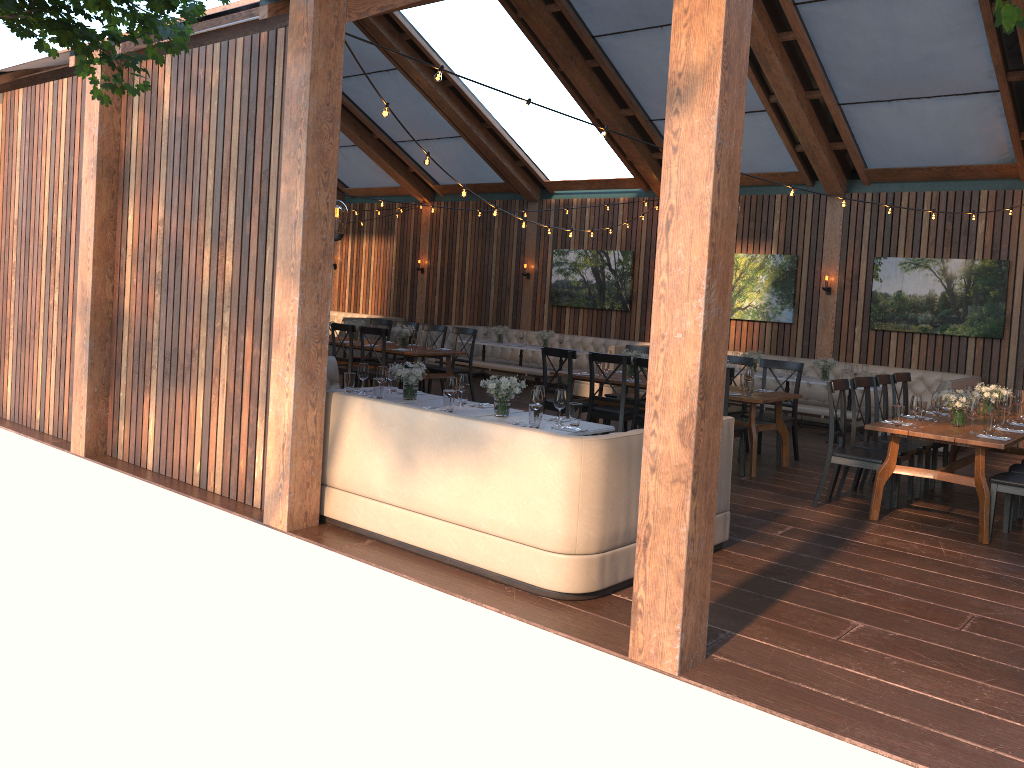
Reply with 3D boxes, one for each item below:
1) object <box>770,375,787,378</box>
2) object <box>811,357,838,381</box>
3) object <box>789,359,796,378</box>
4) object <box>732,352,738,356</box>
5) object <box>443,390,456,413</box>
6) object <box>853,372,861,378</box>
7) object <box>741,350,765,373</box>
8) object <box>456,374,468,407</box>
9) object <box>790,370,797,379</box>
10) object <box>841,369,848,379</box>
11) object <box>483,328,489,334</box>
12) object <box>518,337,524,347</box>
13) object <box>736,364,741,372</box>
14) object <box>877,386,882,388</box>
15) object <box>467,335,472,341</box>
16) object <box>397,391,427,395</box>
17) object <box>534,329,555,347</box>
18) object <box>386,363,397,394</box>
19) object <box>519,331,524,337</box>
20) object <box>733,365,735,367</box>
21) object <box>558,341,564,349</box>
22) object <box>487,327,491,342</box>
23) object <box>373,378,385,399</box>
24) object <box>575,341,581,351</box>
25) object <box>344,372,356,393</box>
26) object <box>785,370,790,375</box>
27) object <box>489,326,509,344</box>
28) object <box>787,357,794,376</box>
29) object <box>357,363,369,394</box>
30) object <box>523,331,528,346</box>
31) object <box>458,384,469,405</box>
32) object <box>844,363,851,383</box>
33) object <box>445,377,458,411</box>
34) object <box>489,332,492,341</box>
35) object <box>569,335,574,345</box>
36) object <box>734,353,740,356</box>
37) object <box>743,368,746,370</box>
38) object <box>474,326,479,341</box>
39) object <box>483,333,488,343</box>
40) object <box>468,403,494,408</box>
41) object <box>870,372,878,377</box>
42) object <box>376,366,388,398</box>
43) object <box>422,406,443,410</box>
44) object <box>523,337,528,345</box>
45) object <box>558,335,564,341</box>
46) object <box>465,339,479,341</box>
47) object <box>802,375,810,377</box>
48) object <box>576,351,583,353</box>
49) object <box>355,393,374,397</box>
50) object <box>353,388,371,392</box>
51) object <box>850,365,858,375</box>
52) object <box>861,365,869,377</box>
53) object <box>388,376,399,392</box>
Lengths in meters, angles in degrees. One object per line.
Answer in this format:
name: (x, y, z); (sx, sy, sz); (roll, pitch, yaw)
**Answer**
object: (3.458, -0.098, 11.421); (0.158, 0.019, 0.255); (9, 8, 39)
object: (4.003, -0.199, 11.320); (0.336, 0.308, 0.330); (5, 5, 14)
object: (3.625, -0.205, 11.462); (0.092, 0.244, 0.092); (3, 3, -8)
object: (3.074, -0.323, 12.236); (0.092, 0.244, 0.092); (3, 3, -3)
object: (-0.459, 0.126, 6.445); (0.092, 0.158, 0.092); (5, 4, 26)
object: (4.229, -0.058, 10.850); (0.092, 0.158, 0.092); (5, 4, 26)
object: (3.259, -0.309, 11.912); (0.329, 0.308, 0.338); (1, 5, -28)
object: (-0.387, 0.048, 6.815); (0.092, 0.244, 0.092); (3, 3, -8)
object: (3.616, -0.151, 11.355); (0.092, 0.158, 0.092); (5, 4, 26)
object: (4.267, -0.111, 11.358); (0.092, 0.158, 0.092); (5, 4, 26)
object: (-0.437, -0.823, 14.843); (0.092, 0.244, 0.092); (3, 3, -3)
object: (0.142, -0.678, 14.236); (0.092, 0.158, 0.092); (5, 4, 26)
object: (3.028, -0.241, 11.854); (0.092, 0.158, 0.092); (5, 4, 26)
object: (4.446, 0.019, 10.907); (0.256, 0.019, 0.157); (9, 8, 40)
object: (-0.726, -0.816, 15.014); (0.092, 0.158, 0.092); (5, 4, 26)
object: (-0.849, 0.071, 7.376); (0.158, 0.019, 0.255); (9, 8, 39)
object: (0.529, -0.725, 14.194); (0.336, 0.308, 0.330); (1, 5, -34)
object: (-1.001, -0.046, 7.326); (0.092, 0.244, 0.092); (3, 3, -3)
object: (0.151, -0.732, 14.344); (0.092, 0.244, 0.092); (3, 3, -3)
object: (3.077, -0.292, 12.347); (0.092, 0.158, 0.092); (5, 4, 26)
object: (0.755, -0.586, 13.731); (0.092, 0.158, 0.092); (5, 4, 26)
object: (-0.400, -0.850, 15.117); (0.092, 0.244, 0.092); (3, 3, -3)
object: (-1.047, 0.036, 6.943); (0.092, 0.158, 0.092); (5, 4, 26)
object: (1.040, -0.590, 13.939); (0.092, 0.158, 0.092); (3, 3, -14)
object: (-1.327, -0.012, 7.222); (0.092, 0.158, 0.092); (5, 4, 26)
object: (3.692, -0.198, 11.837); (0.092, 0.158, 0.092); (5, 4, 26)
object: (-0.207, -0.837, 14.805); (0.336, 0.308, 0.330); (0, 6, -38)
object: (3.688, -0.229, 11.726); (0.092, 0.244, 0.092); (3, 3, -8)
object: (-1.215, -0.047, 7.215); (0.092, 0.244, 0.092); (3, 3, -3)
object: (0.214, -0.757, 14.607); (0.092, 0.244, 0.092); (3, 3, -3)
object: (-0.384, 0.079, 6.926); (0.092, 0.158, 0.092); (5, 4, 26)
object: (4.264, -0.142, 11.247); (0.092, 0.244, 0.092); (3, 3, -8)
object: (-0.450, 0.072, 6.552); (0.092, 0.244, 0.092); (3, 3, -8)
object: (-0.397, -0.819, 15.228); (0.092, 0.158, 0.092); (5, 4, 26)
object: (0.934, -0.640, 13.943); (0.092, 0.244, 0.092); (3, 3, -3)
object: (3.037, -0.295, 11.961); (0.092, 0.244, 0.092); (3, 3, -3)
object: (3.226, -0.206, 12.286); (0.158, 0.019, 0.255); (9, 8, 39)
object: (-0.614, -0.852, 15.007); (0.092, 0.244, 0.092); (3, 3, -3)
object: (-0.446, -0.769, 14.735); (0.092, 0.158, 0.092); (5, 4, 26)
object: (-0.235, 0.164, 6.865); (0.158, 0.019, 0.255); (9, 8, 39)
object: (4.514, -0.063, 11.058); (0.092, 0.158, 0.092); (5, 4, 26)
object: (-1.038, -0.018, 7.051); (0.092, 0.244, 0.092); (3, 3, -3)
object: (-0.617, 0.179, 6.511); (0.158, 0.019, 0.255); (9, 8, 39)
object: (0.218, -0.726, 14.718); (0.092, 0.158, 0.092); (5, 4, 26)
object: (0.764, -0.640, 13.838); (0.092, 0.244, 0.092); (6, 4, 42)
object: (-0.666, -0.760, 15.171); (0.256, 0.019, 0.157); (9, 8, 40)
object: (3.841, -0.113, 11.776); (0.158, 0.019, 0.255); (9, 8, 39)
object: (0.972, -0.508, 13.788); (0.256, 0.019, 0.157); (9, 8, 40)
object: (-1.205, 0.089, 7.010); (0.158, 0.019, 0.255); (9, 8, 39)
object: (-1.267, 0.045, 7.379); (0.256, 0.019, 0.157); (9, 8, 40)
object: (4.238, -0.112, 10.957); (0.092, 0.244, 0.092); (3, 3, -8)
object: (4.408, -0.113, 11.062); (0.092, 0.244, 0.092); (3, 3, -8)
object: (-0.998, -0.015, 7.436); (0.092, 0.158, 0.092); (5, 4, 26)
